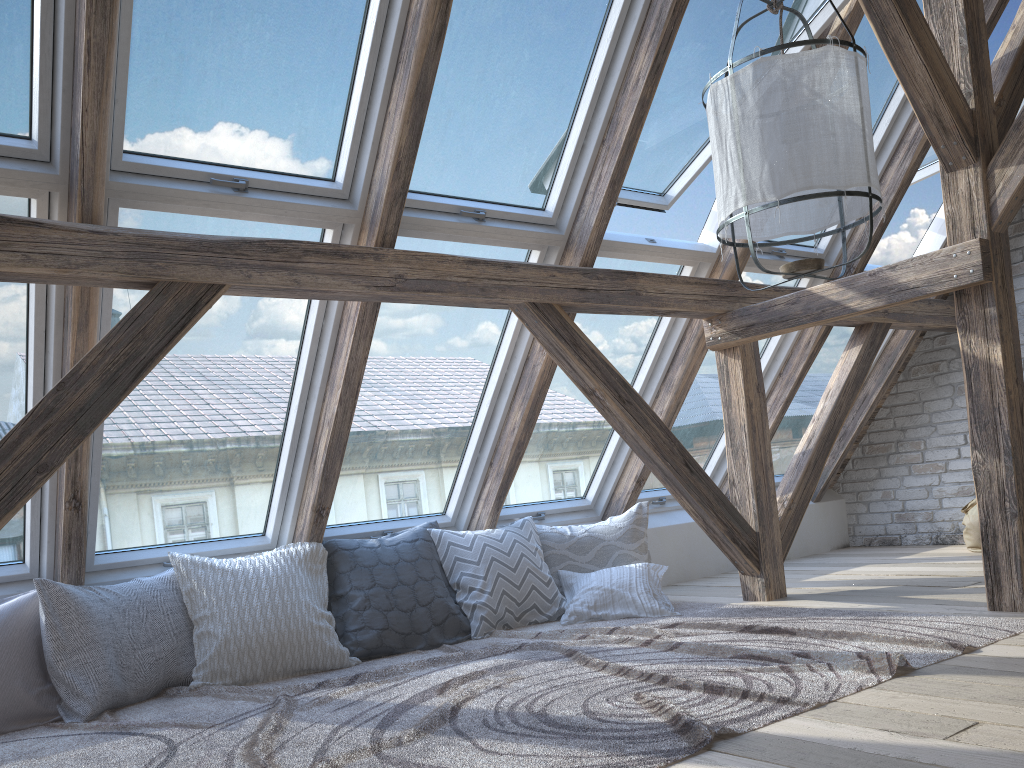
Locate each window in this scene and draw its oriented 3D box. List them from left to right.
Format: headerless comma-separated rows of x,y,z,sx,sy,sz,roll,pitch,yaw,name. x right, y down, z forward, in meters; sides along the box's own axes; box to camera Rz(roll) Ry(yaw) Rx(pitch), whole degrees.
-1.390,-1.265,1.873,0.851,1.272,1.107,-4,-4,-37,window
-1.852,0.080,2.674,0.851,1.272,1.107,-4,-4,-37,window
-1.115,0.071,3.219,0.851,1.272,1.107,-4,-4,-37,window
-0.653,-1.274,2.419,0.851,1.272,1.107,-4,-4,-37,window
-0.378,0.063,3.765,0.851,1.272,1.107,-4,-4,-37,window
0.084,-1.282,2.964,0.851,1.272,1.107,-4,-4,-37,window
0.358,0.054,4.310,0.851,1.272,1.107,-4,-4,-37,window
0.791,-1.283,3.549,0.851,1.271,1.421,-4,-4,-37,window
1.095,0.046,4.856,0.851,1.272,1.107,-4,-4,-37,window
1.832,0.037,5.401,0.851,1.272,1.107,-4,-4,-37,window
1.557,-1.300,4.055,0.851,1.272,1.107,-4,-4,-37,window
2.258,-1.298,4.651,0.851,1.271,1.536,-4,-5,-37,window

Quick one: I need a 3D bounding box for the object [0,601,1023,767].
-0.130,0.954,2.865,3.175,0.056,2.212,-1,-9,-36,object

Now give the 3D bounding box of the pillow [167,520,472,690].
-0.738,0.877,3.636,1.267,0.561,0.472,-2,-5,-36,pillow

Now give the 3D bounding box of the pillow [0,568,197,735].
-1.544,0.926,3.068,1.130,0.522,0.439,0,-6,-44,pillow

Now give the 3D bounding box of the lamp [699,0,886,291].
0.641,-1.208,2.229,0.408,1.889,0.400,-6,0,4,lamp

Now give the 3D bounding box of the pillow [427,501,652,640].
0.172,0.888,4.252,1.150,0.532,0.506,-2,-5,-31,pillow

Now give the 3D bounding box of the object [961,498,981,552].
2.770,0.773,5.137,0.337,0.388,0.396,-5,-4,-11,object

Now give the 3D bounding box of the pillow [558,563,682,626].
0.484,0.972,4.075,0.537,0.241,0.478,-7,-6,5,pillow
